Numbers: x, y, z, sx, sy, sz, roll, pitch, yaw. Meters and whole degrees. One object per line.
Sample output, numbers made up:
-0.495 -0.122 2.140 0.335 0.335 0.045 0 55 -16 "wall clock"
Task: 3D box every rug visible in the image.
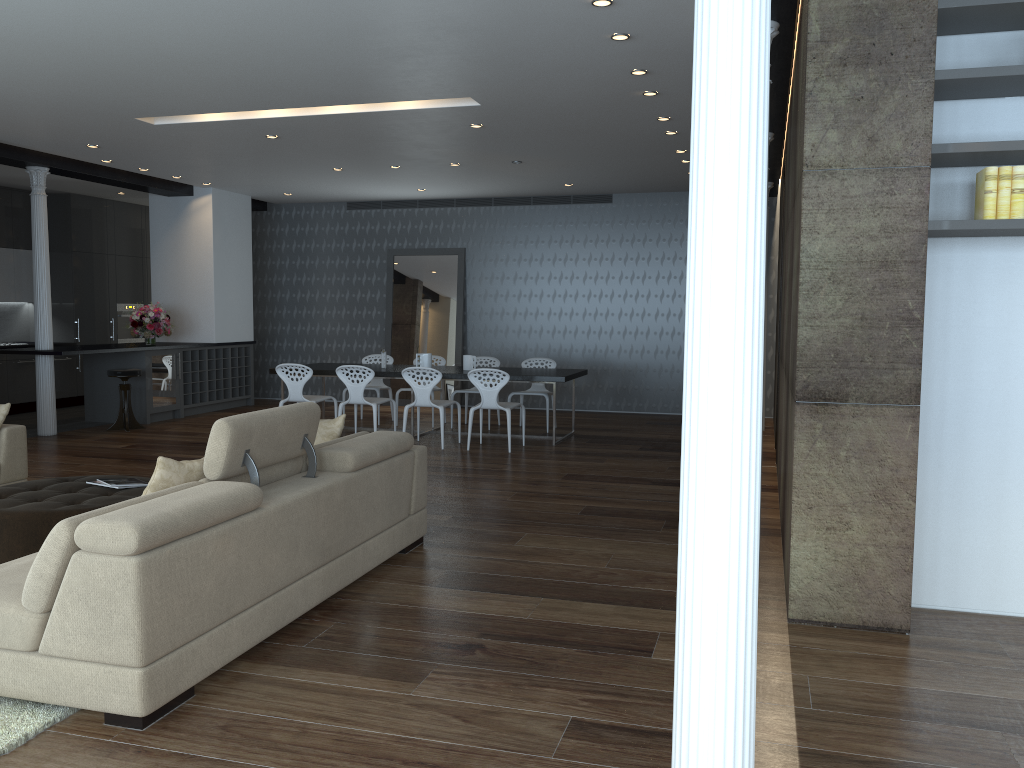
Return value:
-2.727 1.026 4.224 2.972 0.020 4.231 2 5 16 "rug"

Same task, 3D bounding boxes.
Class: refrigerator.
-4.320 -0.045 10.996 0.075 0.774 0.578 2 5 20 "refrigerator"

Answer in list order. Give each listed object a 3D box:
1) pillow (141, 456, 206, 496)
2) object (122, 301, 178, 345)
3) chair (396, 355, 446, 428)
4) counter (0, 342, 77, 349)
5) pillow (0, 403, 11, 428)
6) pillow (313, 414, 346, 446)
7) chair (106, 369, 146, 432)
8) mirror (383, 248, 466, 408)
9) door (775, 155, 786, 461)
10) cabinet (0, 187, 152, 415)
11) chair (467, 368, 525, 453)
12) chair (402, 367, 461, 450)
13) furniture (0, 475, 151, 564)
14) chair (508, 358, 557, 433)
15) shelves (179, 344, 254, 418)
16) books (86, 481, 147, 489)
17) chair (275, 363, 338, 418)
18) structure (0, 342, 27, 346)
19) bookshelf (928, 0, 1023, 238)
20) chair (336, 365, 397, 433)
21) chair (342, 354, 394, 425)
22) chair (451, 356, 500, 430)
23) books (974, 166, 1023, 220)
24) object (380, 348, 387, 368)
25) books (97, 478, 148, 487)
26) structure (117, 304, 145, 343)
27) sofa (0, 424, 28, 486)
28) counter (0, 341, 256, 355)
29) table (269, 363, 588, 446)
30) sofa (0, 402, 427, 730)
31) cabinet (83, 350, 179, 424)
-1.442 0.477 3.875 0.368 0.416 0.519 2 5 20 "pillow"
-4.580 -0.771 11.224 0.570 0.552 0.544 2 5 22 "object"
-1.087 0.077 10.869 0.495 0.835 0.581 2 5 16 "chair"
-7.021 -0.344 10.904 0.807 0.223 3.597 2 5 16 "counter"
-3.681 0.303 5.946 0.518 0.393 0.395 1 5 12 "pillow"
-1.279 0.375 5.265 0.518 0.393 0.395 2 5 19 "pillow"
-1.511 0.460 8.583 21.556 0.952 16.134 2 5 16 "chair"
-1.284 -0.820 12.886 1.200 2.294 0.240 2 5 16 "mirror"
2.831 -0.691 8.491 0.510 2.814 1.000 2 5 16 "door"
-6.484 -1.190 12.670 0.827 2.980 7.409 2 5 16 "cabinet"
-0.174 0.241 8.953 0.495 0.835 0.581 2 5 16 "chair"
-0.849 0.223 9.124 0.495 0.835 0.581 2 5 16 "chair"
-2.506 0.771 5.060 1.057 0.355 1.057 2 5 18 "furniture"
0.264 0.118 10.485 0.495 0.835 0.581 2 5 16 "chair"
-4.423 -0.087 12.214 0.900 0.897 1.700 2 5 16 "shelves"
-2.300 0.584 5.186 0.300 0.031 0.219 3 5 31 "books"
-2.229 0.180 9.530 0.495 0.835 0.581 2 5 16 "chair"
-6.814 -0.499 11.462 0.520 0.066 0.900 2 5 16 "structure"
4.108 -1.060 3.217 4.804 0.942 0.400 2 5 16 "bookshelf"
-1.555 0.201 9.334 0.495 0.835 0.581 2 5 16 "chair"
-1.762 0.057 11.060 0.495 0.835 0.581 2 5 16 "chair"
-0.411 0.098 10.677 0.495 0.835 0.581 2 5 16 "chair"
2.161 -0.792 3.733 0.345 0.224 0.189 2 5 16 "books"
-1.477 -0.299 10.148 0.076 0.233 0.161 0 5 -3 "object"
-2.280 0.575 5.202 0.220 0.040 0.301 -3 6 -39 "books"
-6.093 -0.938 13.670 0.591 0.596 0.595 2 5 16 "structure"
-4.176 0.482 5.044 1.021 0.950 2.581 2 5 16 "sofa"
-4.694 -0.476 11.217 1.000 0.040 3.700 2 5 16 "counter"
-0.931 0.194 10.099 3.400 0.733 1.200 2 5 16 "table"
-1.342 0.567 4.240 1.021 0.950 2.581 2 5 16 "sofa"
-4.744 0.003 11.091 0.900 0.897 0.642 2 5 16 "cabinet"
